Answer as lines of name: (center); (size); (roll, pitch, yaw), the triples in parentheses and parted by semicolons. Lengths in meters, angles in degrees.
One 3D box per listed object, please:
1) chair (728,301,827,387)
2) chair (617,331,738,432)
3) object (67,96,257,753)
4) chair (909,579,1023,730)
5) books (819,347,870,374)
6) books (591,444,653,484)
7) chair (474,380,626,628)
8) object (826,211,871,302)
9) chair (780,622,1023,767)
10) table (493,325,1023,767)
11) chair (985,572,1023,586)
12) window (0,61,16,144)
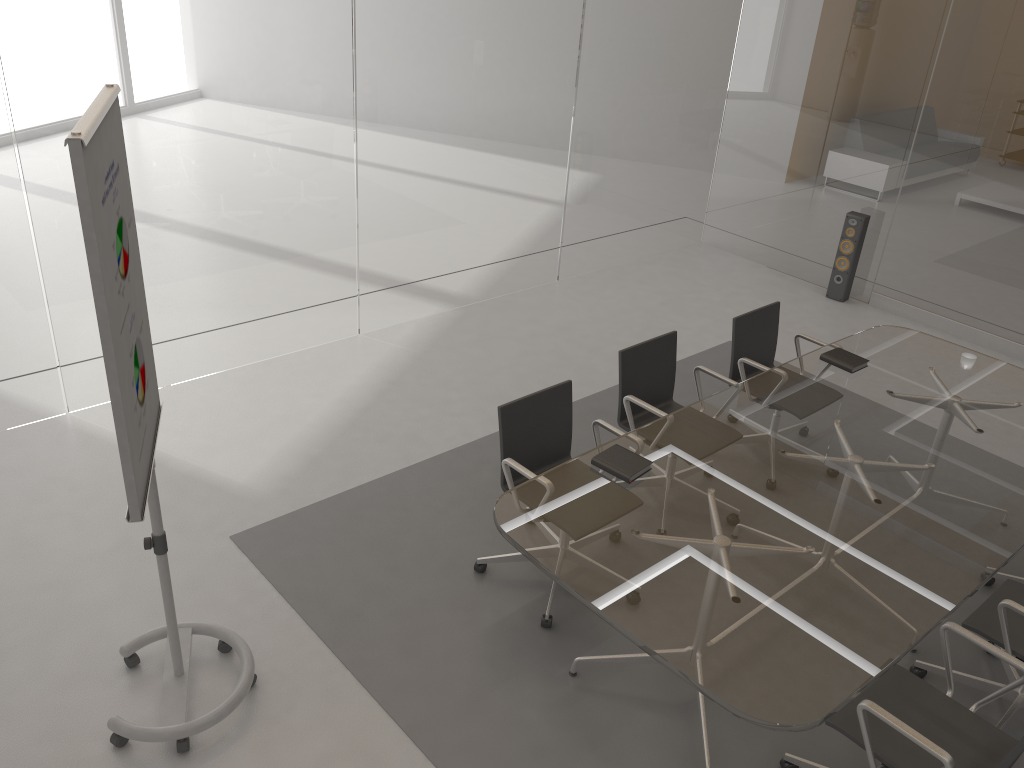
chair: (1.493, 0.064, 4.786); (0.710, 0.805, 0.731); (19, 31, 26)
chair: (0.839, 0.253, 4.337); (0.710, 0.805, 0.731); (19, 31, 26)
object: (-1.148, 0.217, 2.752); (0.553, 2.088, 0.560); (21, 32, 28)
chair: (1.930, 0.920, 3.242); (0.710, 0.805, 0.731); (20, 32, 26)
books: (1.662, -0.119, 4.432); (0.164, 0.032, 0.183); (-18, 35, -36)
books: (0.428, 0.309, 3.451); (0.183, 0.032, 0.164); (26, 35, 35)
chair: (0.274, 0.503, 3.787); (0.710, 0.805, 0.731); (19, 31, 26)
object: (2.673, -1.010, 7.076); (0.152, 0.706, 0.124); (27, 35, 36)
chair: (1.272, 1.107, 2.798); (0.710, 0.805, 0.731); (20, 32, 26)
table: (1.396, 0.614, 3.821); (3.054, 0.721, 1.372); (-19, 36, -37)
chair: (2.500, 0.673, 3.788); (0.710, 0.805, 0.731); (20, 32, 26)
window: (-5.180, -4.817, 9.046); (0.100, 4.498, 8.533); (12, 29, 15)
